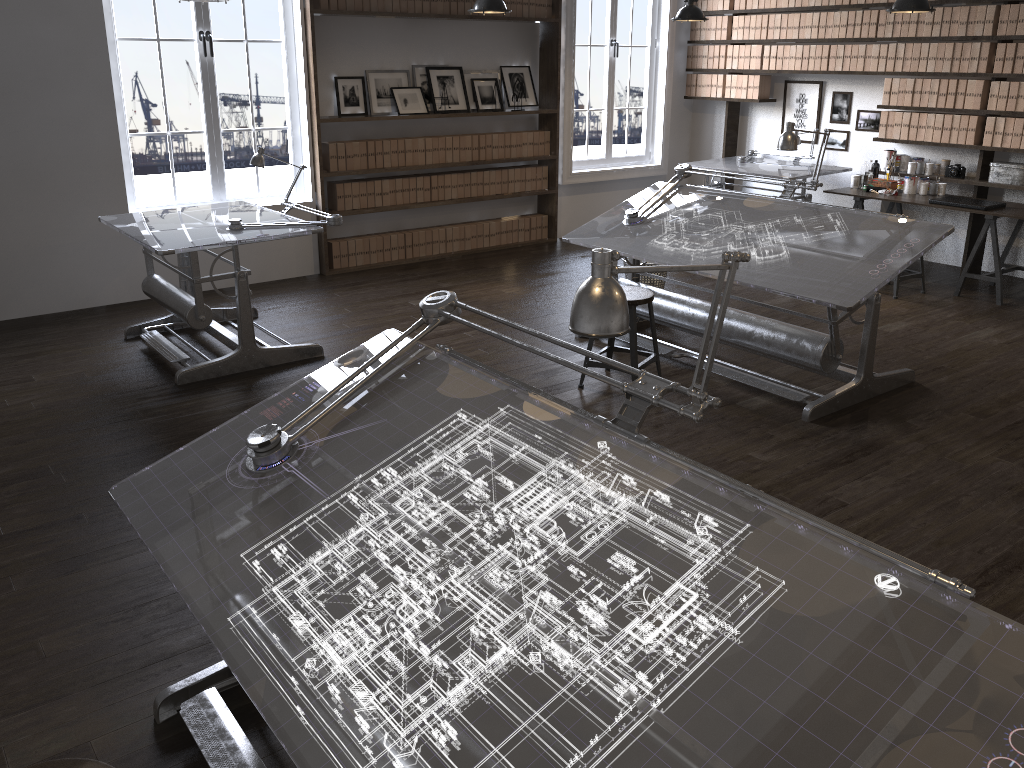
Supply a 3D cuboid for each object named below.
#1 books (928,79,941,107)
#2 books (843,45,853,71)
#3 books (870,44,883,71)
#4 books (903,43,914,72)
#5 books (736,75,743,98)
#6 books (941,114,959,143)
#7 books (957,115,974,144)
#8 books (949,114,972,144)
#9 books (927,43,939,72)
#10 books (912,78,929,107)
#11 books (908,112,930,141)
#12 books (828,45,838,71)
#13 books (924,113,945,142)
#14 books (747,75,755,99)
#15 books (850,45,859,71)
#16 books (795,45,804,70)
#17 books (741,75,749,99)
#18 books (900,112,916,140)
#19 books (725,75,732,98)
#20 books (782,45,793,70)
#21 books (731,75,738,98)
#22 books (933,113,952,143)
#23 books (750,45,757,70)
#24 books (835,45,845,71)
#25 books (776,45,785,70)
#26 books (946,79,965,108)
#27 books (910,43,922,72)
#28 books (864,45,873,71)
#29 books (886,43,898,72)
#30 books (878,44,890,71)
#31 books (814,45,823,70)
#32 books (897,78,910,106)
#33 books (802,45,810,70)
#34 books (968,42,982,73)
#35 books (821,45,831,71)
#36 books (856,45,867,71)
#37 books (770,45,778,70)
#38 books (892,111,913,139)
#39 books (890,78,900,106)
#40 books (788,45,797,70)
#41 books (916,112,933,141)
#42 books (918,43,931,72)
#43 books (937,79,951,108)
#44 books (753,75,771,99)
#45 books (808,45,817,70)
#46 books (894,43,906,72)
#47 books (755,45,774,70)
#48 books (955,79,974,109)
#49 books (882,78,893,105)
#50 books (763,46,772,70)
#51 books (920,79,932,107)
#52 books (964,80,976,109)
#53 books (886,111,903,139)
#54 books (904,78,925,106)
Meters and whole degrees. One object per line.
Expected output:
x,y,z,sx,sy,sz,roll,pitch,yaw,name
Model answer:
3.486,-2.371,7.226,0.175,0.222,0.067,-14,23,-35,books
2.993,-2.859,7.776,0.175,0.222,0.067,-14,23,-35,books
3.152,-2.783,7.570,0.175,0.222,0.067,-14,23,-35,books
3.331,-2.708,7.347,0.175,0.222,0.067,-14,23,-35,books
2.296,-2.931,8.733,0.175,0.222,0.067,-14,23,-35,books
3.575,-2.074,7.190,0.175,0.222,0.067,-14,23,-35,books
3.658,-2.039,7.096,0.175,0.222,0.067,-14,23,-35,books
3.617,-2.057,7.144,0.175,0.222,0.067,-14,23,-35,books
3.456,-2.647,7.184,0.175,0.222,0.067,-14,23,-35,books
3.404,-2.412,7.336,0.175,0.222,0.067,-14,23,-35,books
3.408,-2.155,7.409,0.175,0.222,0.067,-14,23,-35,books
2.907,-2.899,7.884,0.175,0.222,0.067,-14,23,-35,books
3.491,-2.116,7.302,0.175,0.222,0.067,-14,23,-35,books
2.380,-2.893,8.630,0.175,0.222,0.067,-14,23,-35,books
3.035,-2.839,7.722,0.175,0.222,0.067,-14,23,-35,books
2.691,-2.997,8.146,0.175,0.222,0.067,-14,23,-35,books
2.332,-2.911,8.679,0.175,0.222,0.067,-14,23,-35,books
3.363,-2.174,7.460,0.175,0.222,0.067,-14,23,-35,books
2.211,-2.969,8.834,0.175,0.222,0.067,-14,23,-35,books
2.611,-3.038,8.258,0.175,0.222,0.067,-14,23,-35,books
2.257,-2.948,8.780,0.175,0.222,0.067,-14,23,-35,books
3.532,-2.094,7.245,0.175,0.222,0.067,-14,23,-35,books
2.383,-3.150,8.539,0.175,0.222,0.067,-14,23,-35,books
2.947,-2.878,7.827,0.175,0.222,0.067,-14,23,-35,books
2.568,-3.058,8.310,0.175,0.222,0.067,-14,23,-35,books
3.574,-2.330,7.114,0.175,0.222,0.067,-14,23,-35,books
3.372,-2.687,7.293,0.175,0.222,0.067,-14,23,-35,books
3.115,-2.801,7.619,0.175,0.222,0.067,-14,23,-35,books
3.240,-2.746,7.451,0.175,0.222,0.067,-14,23,-35,books
3.194,-2.762,7.514,0.175,0.222,0.067,-14,23,-35,books
2.818,-2.941,7.997,0.175,0.222,0.067,-14,23,-35,books
3.322,-2.450,7.437,0.175,0.222,0.067,-14,23,-35,books
2.734,-2.976,8.091,0.175,0.222,0.067,-14,23,-35,books
3.659,-2.551,6.925,0.175,0.222,0.067,-14,23,-35,books
2.858,-2.919,7.938,0.175,0.222,0.067,-14,23,-35,books
3.071,-2.819,7.667,0.175,0.222,0.067,-14,23,-35,books
2.522,-3.077,8.362,0.175,0.222,0.067,-14,23,-35,books
3.321,-2.195,7.516,0.175,0.222,0.067,-14,23,-35,books
3.283,-2.467,7.484,0.175,0.222,0.067,-14,23,-35,books
2.650,-3.018,8.203,0.175,0.222,0.067,-14,23,-35,books
3.452,-2.136,7.357,0.175,0.222,0.067,-14,23,-35,books
3.411,-2.667,7.238,0.175,0.222,0.067,-14,23,-35,books
3.533,-2.352,7.174,0.175,0.222,0.067,-14,23,-35,books
2.420,-2.873,8.576,0.175,0.222,0.067,-14,23,-35,books
2.776,-2.959,8.046,0.175,0.222,0.067,-14,23,-35,books
3.286,-2.726,7.398,0.175,0.222,0.067,-14,23,-35,books
2.418,-3.131,8.489,0.175,0.222,0.067,-14,23,-35,books
3.623,-2.310,7.061,0.175,0.222,0.067,-14,23,-35,books
3.238,-2.487,7.538,0.175,0.222,0.067,-14,23,-35,books
2.474,-3.100,8.425,0.175,0.222,0.067,-14,23,-35,books
3.447,-2.392,7.282,0.175,0.222,0.067,-14,23,-35,books
3.667,-2.288,7.002,0.175,0.222,0.067,-14,23,-35,books
3.284,-2.213,7.565,0.175,0.222,0.067,-14,23,-35,books
3.359,-2.430,7.384,0.175,0.222,0.067,-14,23,-35,books
